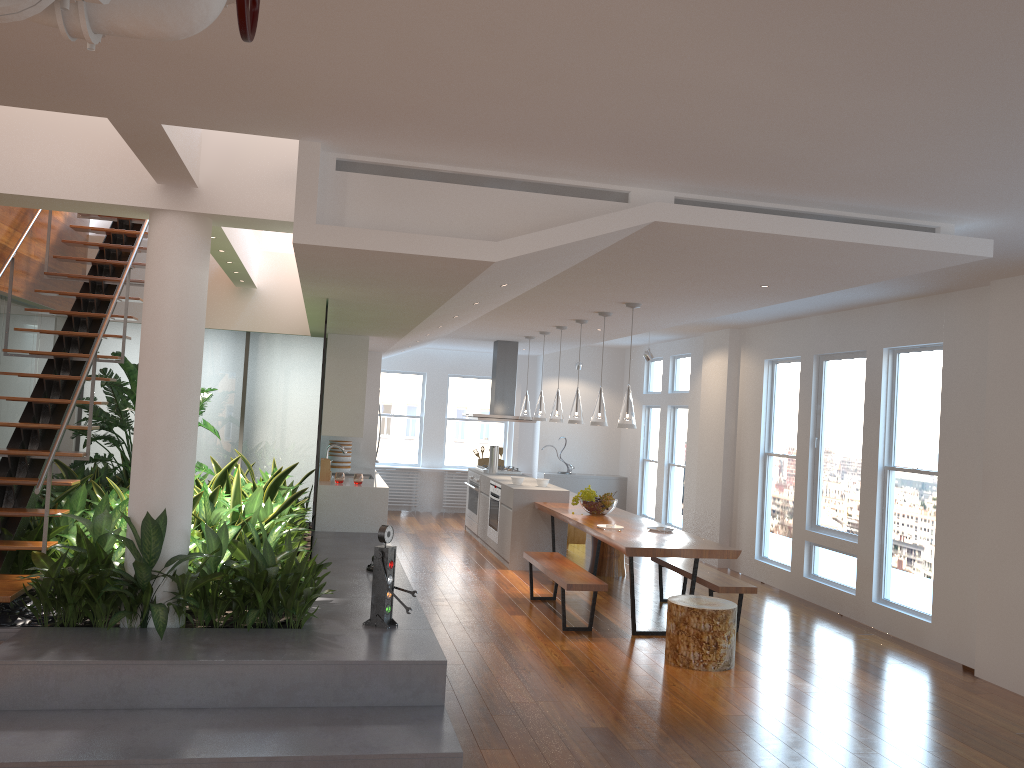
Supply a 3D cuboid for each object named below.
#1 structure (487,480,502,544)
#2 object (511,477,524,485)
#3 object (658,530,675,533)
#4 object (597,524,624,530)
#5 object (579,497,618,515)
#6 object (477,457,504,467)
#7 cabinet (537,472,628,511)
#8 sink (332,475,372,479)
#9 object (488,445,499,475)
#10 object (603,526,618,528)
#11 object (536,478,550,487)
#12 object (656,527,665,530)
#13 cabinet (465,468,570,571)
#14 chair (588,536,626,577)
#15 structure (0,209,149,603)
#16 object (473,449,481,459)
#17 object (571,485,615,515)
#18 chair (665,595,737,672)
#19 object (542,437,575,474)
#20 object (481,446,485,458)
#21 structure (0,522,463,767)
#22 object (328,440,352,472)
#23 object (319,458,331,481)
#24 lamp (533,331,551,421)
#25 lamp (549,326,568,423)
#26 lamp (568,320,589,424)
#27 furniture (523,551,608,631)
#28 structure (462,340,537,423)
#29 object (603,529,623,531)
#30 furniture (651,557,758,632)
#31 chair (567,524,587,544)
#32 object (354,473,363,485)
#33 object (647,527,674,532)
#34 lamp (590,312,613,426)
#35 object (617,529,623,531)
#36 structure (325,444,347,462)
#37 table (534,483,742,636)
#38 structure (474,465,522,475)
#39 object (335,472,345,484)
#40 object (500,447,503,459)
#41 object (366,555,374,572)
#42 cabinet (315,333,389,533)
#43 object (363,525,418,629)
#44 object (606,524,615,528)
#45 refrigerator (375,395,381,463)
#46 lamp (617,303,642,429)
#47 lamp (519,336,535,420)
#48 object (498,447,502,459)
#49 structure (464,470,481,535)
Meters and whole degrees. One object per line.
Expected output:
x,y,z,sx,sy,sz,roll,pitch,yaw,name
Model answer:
-0.192,1.439,10.024,0.072,0.648,0.644,4,-2,-12,structure
0.059,1.052,9.623,0.152,0.082,0.152,2,-2,27,object
1.265,1.203,7.233,0.158,0.017,0.019,4,-2,-17,object
0.809,1.179,7.293,0.222,0.020,0.222,2,-2,29,object
0.803,1.149,8.289,0.360,0.159,0.360,2,-3,42,object
-0.285,1.069,11.923,0.353,0.157,0.084,4,-2,-12,object
1.052,1.742,13.507,1.309,0.725,0.420,4,-2,-12,cabinet
-1.765,1.131,9.760,0.449,0.192,0.666,4,-2,-12,sink
-0.218,0.945,11.015,0.120,0.356,0.172,2,-2,36,object
0.808,1.184,7.293,0.124,0.011,0.124,3,-2,9,object
0.328,1.066,9.553,0.152,0.082,0.152,2,-2,39,object
1.231,1.199,7.334,0.079,0.030,0.070,2,-2,31,object
-0.019,1.536,10.573,0.597,0.832,2.936,4,-2,-12,cabinet
0.999,1.745,9.226,0.396,0.455,0.402,4,-2,-22,chair
-2.515,-0.584,6.853,2.552,4.265,4.591,4,-2,-12,structure
-0.435,0.997,11.900,0.199,0.259,0.016,3,-2,-1,object
0.779,1.084,8.300,0.292,0.284,0.394,2,-3,42,object
1.277,1.676,6.000,0.460,0.400,0.460,3,-2,-2,chair
0.723,1.074,13.407,0.590,0.563,0.210,5,-2,-41,object
-0.399,0.982,11.911,0.055,0.299,0.027,4,-2,-12,object
-2.293,1.497,6.180,3.088,0.386,5.584,4,-2,-12,structure
-2.003,0.842,10.311,0.267,0.356,0.266,3,-2,14,object
-1.895,0.871,9.005,0.104,0.222,0.200,4,-2,-12,object
0.338,-0.121,9.862,0.160,1.060,0.160,3,-2,15,lamp
0.488,-0.135,9.155,0.160,1.060,0.160,3,-2,15,lamp
0.638,-0.150,8.447,0.160,1.060,0.160,3,-2,15,lamp
0.394,1.673,7.181,0.316,0.389,1.433,4,-2,-12,furniture
-0.096,-0.223,11.506,0.909,1.405,0.900,4,-2,-12,structure
0.817,1.184,7.191,0.164,0.006,0.017,4,-2,-7,object
1.559,1.749,7.427,0.316,0.389,1.433,4,-2,-12,furniture
0.741,1.809,11.435,0.344,0.430,0.549,4,-2,-8,chair
-1.517,0.939,8.759,0.094,0.106,0.094,4,-2,-6,object
1.230,1.205,7.334,0.222,0.020,0.222,4,-2,-20,object
0.788,-0.164,7.740,0.160,1.060,0.160,3,-2,15,lamp
0.823,1.179,7.159,0.149,0.014,0.044,4,-2,-13,object
-1.950,0.923,9.754,0.248,0.536,0.115,4,-2,-12,structure
0.593,1.593,9.274,0.893,0.704,5.996,4,-2,-12,table
-0.182,1.105,11.488,0.520,0.073,0.650,4,-2,-12,structure
-1.704,0.928,8.767,0.094,0.106,0.094,4,-2,-6,object
-0.150,1.000,11.964,0.057,0.294,0.030,4,-2,-12,object
-1.010,1.317,6.636,0.181,0.155,0.216,2,-3,43,object
-1.976,0.719,10.780,0.676,2.280,4.565,4,-2,-12,cabinet
-0.658,1.080,4.960,0.318,0.565,0.134,2,-2,24,object
0.809,1.173,7.294,0.079,0.030,0.070,2,-3,41,object
-2.089,0.952,11.510,0.725,1.772,0.908,4,-2,-12,refrigerator
0.938,-0.179,7.033,0.160,1.060,0.160,3,-2,15,lamp
0.188,-0.106,10.569,0.160,1.060,0.160,3,-2,15,lamp
-0.183,0.997,11.938,0.068,0.298,0.039,4,-2,-12,object
-0.245,1.527,11.454,0.649,0.735,0.890,4,-2,-12,structure
